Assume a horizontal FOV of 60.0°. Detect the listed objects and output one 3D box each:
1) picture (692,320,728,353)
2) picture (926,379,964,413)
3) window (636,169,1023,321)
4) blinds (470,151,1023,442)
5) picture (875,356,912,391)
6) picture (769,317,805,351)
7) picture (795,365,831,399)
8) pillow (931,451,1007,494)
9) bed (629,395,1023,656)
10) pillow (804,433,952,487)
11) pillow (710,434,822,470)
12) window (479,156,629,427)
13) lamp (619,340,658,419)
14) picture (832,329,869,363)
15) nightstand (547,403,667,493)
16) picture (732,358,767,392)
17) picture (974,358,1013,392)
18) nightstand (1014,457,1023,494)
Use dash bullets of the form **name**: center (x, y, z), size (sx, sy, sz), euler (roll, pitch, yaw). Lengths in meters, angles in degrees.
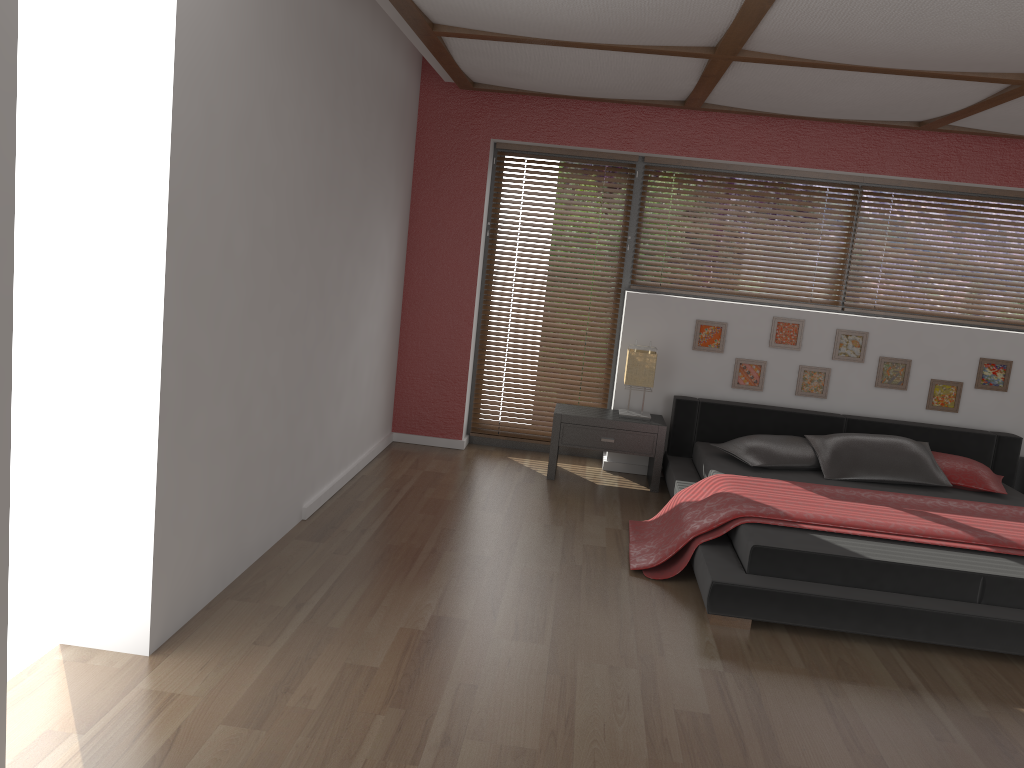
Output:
- **picture**: center (1.290, -0.310, 5.781), size (0.200, 0.200, 0.010), euler (7, 9, 4)
- **picture**: center (2.778, 0.077, 5.695), size (0.200, 0.200, 0.010), euler (7, 9, 4)
- **window**: center (2.269, -0.925, 5.960), size (2.817, 0.786, 0.020), euler (7, 9, 4)
- **blinds**: center (2.201, -0.347, 5.979), size (4.840, 1.952, 0.032), euler (7, 9, 4)
- **picture**: center (2.453, -0.068, 5.705), size (0.200, 0.200, 0.010), euler (7, 9, 4)
- **picture**: center (1.777, -0.326, 5.732), size (0.200, 0.200, 0.010), euler (7, 9, 4)
- **picture**: center (1.956, -0.013, 5.760), size (0.200, 0.200, 0.010), euler (7, 9, 4)
- **pillow**: center (2.514, 0.499, 5.246), size (0.745, 0.172, 0.418), euler (10, 9, 23)
- **bed**: center (1.850, 0.620, 4.597), size (2.469, 0.577, 2.413), euler (7, 9, 4)
- **pillow**: center (2.111, 0.423, 5.131), size (0.744, 0.241, 0.386), euler (6, 9, 0)
- **pillow**: center (1.606, 0.403, 5.263), size (0.745, 0.172, 0.418), euler (3, 9, -20)
- **window**: center (0.280, -0.613, 6.192), size (0.889, 1.893, 0.020), euler (7, 9, 4)
- **lamp**: center (0.811, -0.039, 5.656), size (0.200, 0.480, 0.200), euler (7, 9, 4)
- **picture**: center (2.177, -0.244, 5.706), size (0.200, 0.200, 0.010), euler (7, 9, 4)
- **nightstand**: center (0.603, 0.403, 5.698), size (0.700, 0.423, 0.413), euler (7, 9, 4)
- **picture**: center (1.549, -0.061, 5.792), size (0.200, 0.200, 0.010), euler (7, 9, 4)
- **picture**: center (3.068, -0.058, 5.649), size (0.200, 0.200, 0.010), euler (7, 9, 4)
- **nightstand**: center (3.551, 0.740, 5.468), size (0.700, 0.423, 0.413), euler (7, 9, 4)
